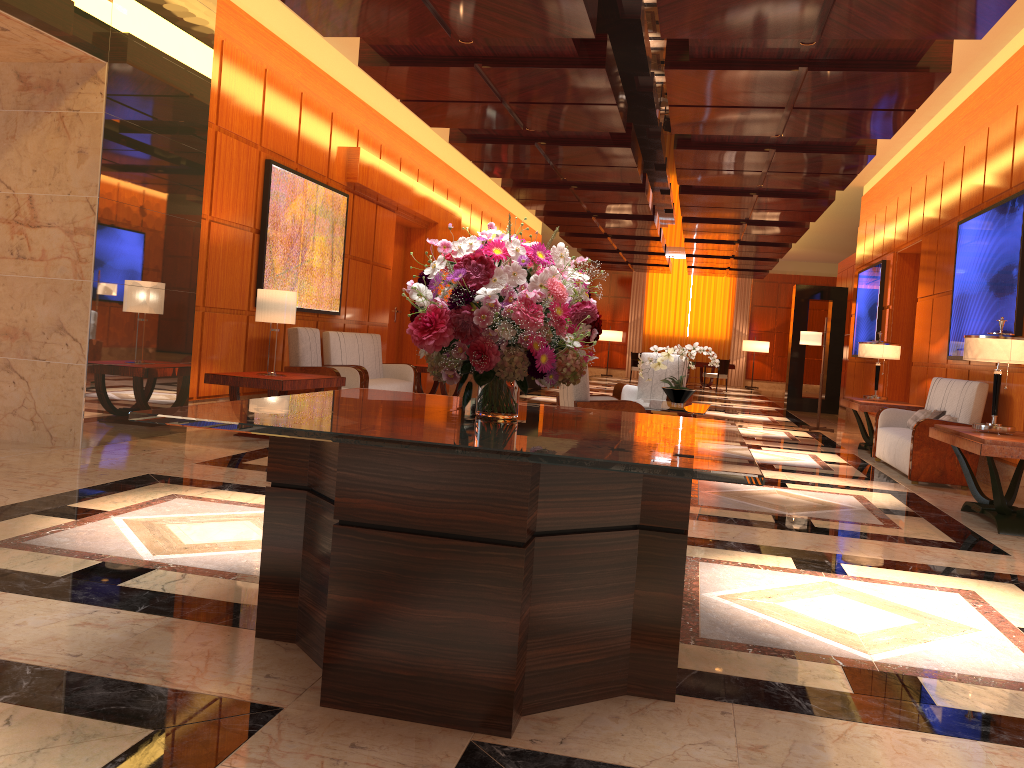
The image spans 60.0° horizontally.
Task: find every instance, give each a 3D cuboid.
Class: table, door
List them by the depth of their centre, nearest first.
[{"bbox_3d":[-0.081,0.482,2.925,1.601,0.744,1.601,5,3,12],"label":"table"},{"bbox_3d":[3.364,0.653,6.023,0.726,0.606,1.271,5,3,12],"label":"table"},{"bbox_3d":[-2.061,0.190,7.787,0.725,0.534,1.168,5,3,15],"label":"table"},{"bbox_3d":[1.484,0.446,8.447,0.723,0.495,1.560,5,3,15],"label":"table"},{"bbox_3d":[4.225,0.506,10.156,0.726,0.606,1.271,5,3,12],"label":"table"},{"bbox_3d":[5.400,-0.518,11.836,0.341,2.650,1.538,4,1,12],"label":"door"},{"bbox_3d":[-1.040,0.015,12.692,0.725,0.534,1.168,5,3,15],"label":"table"},{"bbox_3d":[-1.772,-1.131,13.314,0.341,2.650,1.500,4,1,12],"label":"door"},{"bbox_3d":[5.100,-0.259,24.753,2.105,0.741,0.785,3,2,-17],"label":"table"}]

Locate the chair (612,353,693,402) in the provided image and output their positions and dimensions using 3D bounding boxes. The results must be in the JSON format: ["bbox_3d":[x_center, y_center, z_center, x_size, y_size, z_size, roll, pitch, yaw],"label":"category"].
[{"bbox_3d":[1.586,0.132,9.952,0.739,0.960,0.628,5,2,31],"label":"chair"}]

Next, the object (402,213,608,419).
[{"bbox_3d":[-0.026,-0.219,2.936,0.650,0.658,0.680,4,2,3],"label":"object"}]

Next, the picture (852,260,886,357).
[{"bbox_3d":[5.658,-1.148,14.096,0.056,1.451,1.997,4,2,12],"label":"picture"}]

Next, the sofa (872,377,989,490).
[{"bbox_3d":[3.954,0.398,8.467,0.613,0.931,1.799,5,2,12],"label":"sofa"}]

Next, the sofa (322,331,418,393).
[{"bbox_3d":[-1.686,-0.132,10.572,0.613,0.931,1.799,5,2,12],"label":"sofa"}]

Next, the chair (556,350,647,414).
[{"bbox_3d":[0.687,0.211,7.093,0.628,0.960,0.739,4,2,-9],"label":"chair"}]

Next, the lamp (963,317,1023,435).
[{"bbox_3d":[3.377,-0.063,6.161,0.459,0.809,0.458,5,1,21],"label":"lamp"}]

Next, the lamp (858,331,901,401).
[{"bbox_3d":[4.225,-0.216,10.228,0.458,0.793,0.459,4,1,-26],"label":"lamp"}]

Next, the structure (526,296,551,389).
[{"bbox_3d":[0.277,-1.185,18.865,0.986,2.497,0.500,4,1,12],"label":"structure"}]

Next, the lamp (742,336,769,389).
[{"bbox_3d":[7.703,-0.685,28.136,0.810,1.660,0.812,3,1,-38],"label":"lamp"}]

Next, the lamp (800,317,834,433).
[{"bbox_3d":[4.451,-0.150,12.957,0.527,1.660,0.360,4,1,2],"label":"lamp"}]

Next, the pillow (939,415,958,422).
[{"bbox_3d":[3.902,0.392,8.042,0.202,0.229,0.273,5,2,14],"label":"pillow"}]

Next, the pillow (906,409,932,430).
[{"bbox_3d":[4.089,0.356,8.904,0.195,0.227,0.344,5,2,17],"label":"pillow"}]

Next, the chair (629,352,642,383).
[{"bbox_3d":[3.616,-0.440,24.895,0.584,0.893,0.577,3,2,-40],"label":"chair"}]

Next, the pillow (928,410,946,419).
[{"bbox_3d":[4.028,0.365,8.472,0.160,0.253,0.358,4,2,8],"label":"pillow"}]

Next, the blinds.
[{"bbox_3d":[5.797,-2.093,29.185,3.855,4.062,0.149,5,1,12],"label":"blinds"}]

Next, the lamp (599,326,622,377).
[{"bbox_3d":[3.170,-1.073,29.082,0.810,1.660,0.812,3,1,-38],"label":"lamp"}]

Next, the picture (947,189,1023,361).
[{"bbox_3d":[4.463,-0.943,8.358,0.056,1.451,1.997,4,2,12],"label":"picture"}]

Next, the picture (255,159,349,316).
[{"bbox_3d":[-2.237,-1.512,9.657,0.056,1.451,1.997,4,2,12],"label":"picture"}]

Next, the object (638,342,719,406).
[{"bbox_3d":[1.605,-0.108,8.545,0.788,0.617,0.418,4,1,-11],"label":"object"}]

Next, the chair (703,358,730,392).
[{"bbox_3d":[5.523,-0.242,23.825,0.584,0.893,0.577,3,2,-35],"label":"chair"}]

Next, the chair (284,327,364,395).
[{"bbox_3d":[-1.904,-0.079,8.966,0.629,0.960,0.738,5,2,11],"label":"chair"}]
